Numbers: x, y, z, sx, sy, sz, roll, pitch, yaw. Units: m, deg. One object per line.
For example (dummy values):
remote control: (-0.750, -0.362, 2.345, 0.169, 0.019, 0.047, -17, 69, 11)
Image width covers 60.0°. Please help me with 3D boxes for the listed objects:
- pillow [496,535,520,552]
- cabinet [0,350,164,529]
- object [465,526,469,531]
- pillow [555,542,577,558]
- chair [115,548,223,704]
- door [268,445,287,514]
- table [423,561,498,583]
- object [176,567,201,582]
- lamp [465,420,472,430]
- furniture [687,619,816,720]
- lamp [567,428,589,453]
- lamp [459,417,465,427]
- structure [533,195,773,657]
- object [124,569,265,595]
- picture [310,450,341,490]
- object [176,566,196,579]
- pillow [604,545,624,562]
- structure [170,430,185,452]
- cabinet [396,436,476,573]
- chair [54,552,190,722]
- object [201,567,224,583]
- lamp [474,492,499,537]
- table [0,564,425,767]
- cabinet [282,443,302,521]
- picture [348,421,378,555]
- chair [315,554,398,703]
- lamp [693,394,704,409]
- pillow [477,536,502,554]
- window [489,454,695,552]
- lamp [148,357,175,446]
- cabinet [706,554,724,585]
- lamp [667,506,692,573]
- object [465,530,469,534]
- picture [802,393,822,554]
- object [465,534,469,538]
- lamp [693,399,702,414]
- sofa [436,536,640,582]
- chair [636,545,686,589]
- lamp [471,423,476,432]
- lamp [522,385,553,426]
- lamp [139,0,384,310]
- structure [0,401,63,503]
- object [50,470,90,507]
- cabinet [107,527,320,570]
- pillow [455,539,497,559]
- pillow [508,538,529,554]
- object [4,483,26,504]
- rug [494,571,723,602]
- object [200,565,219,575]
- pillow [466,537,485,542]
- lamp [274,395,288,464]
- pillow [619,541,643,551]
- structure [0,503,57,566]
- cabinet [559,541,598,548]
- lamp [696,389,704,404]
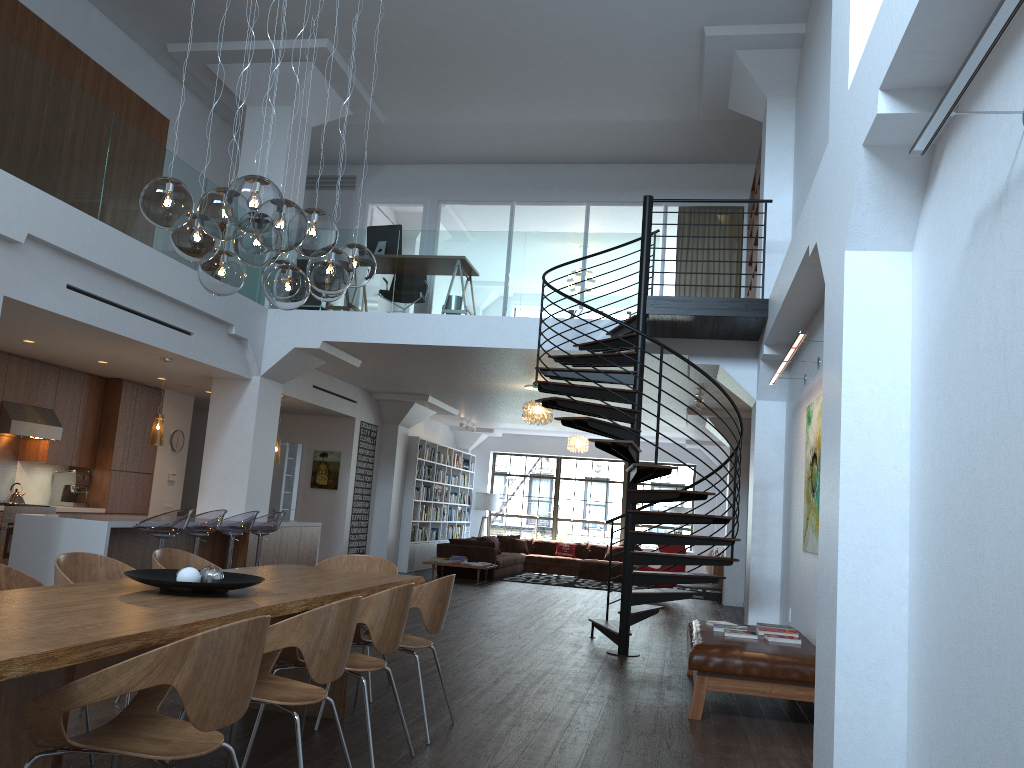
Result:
pillow: (-0.038, 3.445, 19.076, 0.580, 0.418, 0.334, 7, -8, -15)
cabinet: (-5.623, 0.879, 9.417, 0.598, 2.499, 5.299, 3, -8, 11)
object: (-1.157, 3.235, 19.904, 0.316, 0.088, 0.410, 3, -8, 11)
pillow: (1.144, 3.541, 18.879, 0.465, 0.308, 0.220, 3, -8, 7)
chair: (-1.800, 1.394, 5.117, 0.618, 0.833, 0.629, 3, -8, 9)
door: (-4.339, 2.033, 15.159, 0.826, 2.032, 0.174, 3, -8, 11)
table: (-0.878, 3.183, 15.056, 1.100, 0.271, 0.853, 3, -8, 11)
object: (-1.394, 0.841, 3.825, 0.100, 0.100, 0.100, 10, -10, -33)
lamp: (-0.902, 0.834, 18.147, 0.120, 0.211, 0.111, 9, -9, -29)
furniture: (1.718, 2.035, 6.376, 0.907, 0.453, 1.819, 3, -8, 11)
lamp: (1.318, 1.097, 17.601, 0.442, 0.539, 0.441, 10, -10, -36)
lamp: (-0.997, 0.756, 17.657, 0.111, 0.211, 0.120, -4, -12, 45)
structure: (1.176, 0.310, 8.393, 1.998, 4.352, 1.998, 9, -9, -28)
object: (-1.398, 0.880, 3.916, 0.592, 0.066, 0.592, 9, -10, -30)
picture: (-2.972, 1.371, 14.147, 0.450, 0.600, 0.030, 3, -8, 11)
object: (-1.434, 0.855, 3.919, 0.100, 0.100, 0.100, 10, -10, -33)
pillow: (2.185, 3.538, 18.557, 0.542, 0.362, 0.248, -1, -10, 32)
structure: (-4.687, 0.796, 12.422, 0.040, 0.300, 0.300, 3, -8, 11)
cabinet: (-1.565, 2.474, 18.025, 0.461, 2.414, 4.500, 3, -8, 11)
chair: (-1.963, 1.273, 4.363, 0.618, 0.833, 0.629, 3, -8, 11)
object: (-1.314, 0.854, 3.886, 0.100, 0.100, 0.100, 10, -10, -33)
lamp: (-0.619, 3.270, 20.117, 0.545, 1.579, 0.545, 4, -8, 0)
table: (-1.429, 1.282, 3.853, 1.012, 0.750, 3.803, 3, -8, 11)
cabinet: (-4.404, 1.660, 15.902, 0.527, 2.991, 2.630, 3, -8, 11)
picture: (-2.464, 1.832, 14.646, 0.021, 2.380, 0.800, 3, -8, 12)
chair: (-1.068, 1.538, 5.727, 0.629, 0.833, 0.618, 3, -8, 6)
lamp: (2.580, 0.244, 12.230, 0.120, 0.211, 0.111, 9, -9, -29)
pillow: (-0.461, 3.206, 17.527, 0.325, 0.391, 0.625, 0, -9, 27)
window: (1.794, 2.695, 20.373, 4.648, 1.905, 0.114, 3, -8, 11)
lamp: (-2.546, -0.066, 10.043, 2.842, 1.807, 0.149, 11, -11, -39)
cabinet: (3.973, 3.483, 16.800, 0.459, 0.350, 4.501, 3, -8, 11)
lamp: (3.587, 3.453, 19.172, 0.545, 1.579, 0.545, 1, -9, 22)
object: (-1.156, 3.322, 19.890, 0.331, 0.088, 0.410, 3, -8, 11)
picture: (2.356, 0.706, 6.905, 0.010, 1.200, 1.095, 3, -8, 11)
object: (-1.163, 3.409, 19.878, 0.331, 0.088, 0.410, 3, -8, 11)
lamp: (2.675, 0.323, 12.721, 0.111, 0.211, 0.120, -4, -12, 45)
sofa: (0.733, 3.433, 17.321, 3.481, 0.664, 4.197, 3, -8, 11)
chair: (2.441, 2.977, 14.456, 0.801, 1.006, 0.798, -2, -10, 36)
lamp: (-0.805, 0.914, 18.650, 0.120, 0.211, 0.111, 6, -8, -14)
lamp: (0.374, 0.317, 12.690, 0.442, 0.539, 0.441, 10, -10, -36)
lamp: (-1.160, -1.483, 4.567, 0.849, 2.140, 1.787, 3, -8, 10)
structure: (-5.565, 0.785, 9.888, 0.529, 1.110, 0.811, 3, -8, 11)
object: (-5.385, 1.291, 10.945, 0.439, 0.455, 0.284, 3, -8, 11)
cabinet: (-3.477, 1.950, 9.785, 0.898, 0.796, 4.493, 3, -8, 11)
pillow: (-0.636, 2.971, 15.852, 0.750, 0.364, 0.289, 3, -8, 11)
pillow: (0.130, 3.457, 18.942, 0.489, 0.337, 0.238, 7, -9, -19)
object: (-5.635, 1.239, 10.076, 0.222, 0.235, 0.222, 6, -8, -13)
rug: (1.941, 3.742, 16.514, 4.200, 0.007, 3.100, 2, -8, 13)
object: (-1.354, 0.864, 3.979, 0.100, 0.100, 0.100, 10, -10, -33)
pillow: (-0.621, 2.969, 16.124, 0.269, 0.411, 0.559, 10, -10, -32)
lamp: (-3.103, 0.602, 11.776, 0.149, 0.900, 0.149, 10, -10, -33)
pillow: (2.424, 3.492, 18.688, 0.651, 0.587, 0.335, 6, -8, -10)
structure: (-5.575, 1.778, 9.732, 0.662, 0.919, 0.811, 3, -8, 11)
cabinet: (1.599, 3.857, 19.664, 1.520, 0.625, 0.350, 3, -8, 11)
lamp: (2.483, 0.164, 11.727, 0.120, 0.211, 0.111, 6, -8, -14)
